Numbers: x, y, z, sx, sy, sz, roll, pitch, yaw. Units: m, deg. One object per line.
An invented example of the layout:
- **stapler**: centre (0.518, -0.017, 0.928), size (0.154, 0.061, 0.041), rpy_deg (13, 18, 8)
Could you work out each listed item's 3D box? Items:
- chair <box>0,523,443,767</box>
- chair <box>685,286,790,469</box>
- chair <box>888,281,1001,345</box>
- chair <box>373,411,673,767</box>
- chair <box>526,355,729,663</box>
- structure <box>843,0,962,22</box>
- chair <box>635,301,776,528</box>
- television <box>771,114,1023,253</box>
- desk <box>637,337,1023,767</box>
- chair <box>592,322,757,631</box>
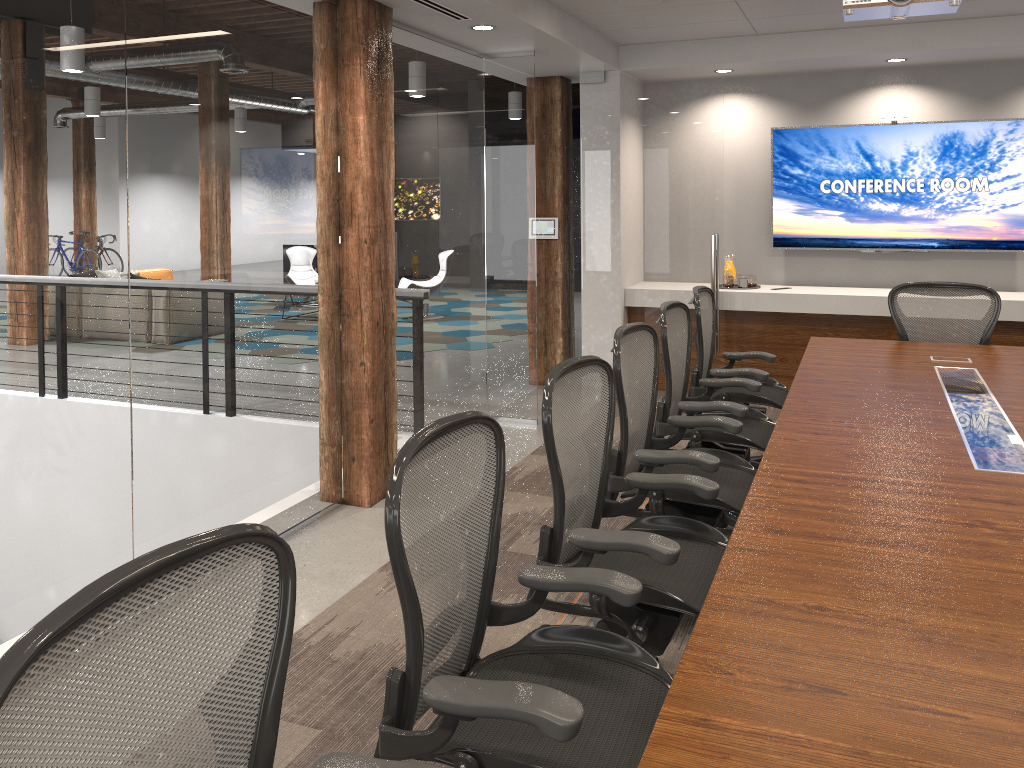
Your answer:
- **chair**: centre (-0.275, 0.798, 1.147), size (0.792, 1.080, 0.781), rpy_deg (0, 5, 4)
- **chair**: centre (1.315, 0.014, 4.813), size (0.764, 1.079, 0.810), rpy_deg (2, 6, 28)
- **chair**: centre (2.462, -0.008, 4.870), size (0.770, 1.079, 0.803), rpy_deg (0, 5, 6)
- **chair**: centre (0.102, 0.649, 1.840), size (0.761, 1.079, 0.813), rpy_deg (0, 5, 11)
- **chair**: centre (0.407, 0.485, 2.607), size (0.792, 1.080, 0.781), rpy_deg (0, 5, 8)
- **structure**: centre (1.681, -1.828, 3.770), size (0.461, 0.451, 0.322), rpy_deg (2, 5, 22)
- **chair**: centre (0.983, 0.163, 4.116), size (0.792, 1.080, 0.781), rpy_deg (0, 5, 6)
- **television**: centre (3.063, -1.601, 6.960), size (1.912, 1.097, 0.065), rpy_deg (3, 2, 22)
- **desk**: centre (1.293, 0.740, 2.129), size (1.406, 0.742, 6.150), rpy_deg (3, 12, 22)
- **chair**: centre (0.717, 0.332, 3.325), size (0.761, 1.079, 0.813), rpy_deg (1, 5, 15)
